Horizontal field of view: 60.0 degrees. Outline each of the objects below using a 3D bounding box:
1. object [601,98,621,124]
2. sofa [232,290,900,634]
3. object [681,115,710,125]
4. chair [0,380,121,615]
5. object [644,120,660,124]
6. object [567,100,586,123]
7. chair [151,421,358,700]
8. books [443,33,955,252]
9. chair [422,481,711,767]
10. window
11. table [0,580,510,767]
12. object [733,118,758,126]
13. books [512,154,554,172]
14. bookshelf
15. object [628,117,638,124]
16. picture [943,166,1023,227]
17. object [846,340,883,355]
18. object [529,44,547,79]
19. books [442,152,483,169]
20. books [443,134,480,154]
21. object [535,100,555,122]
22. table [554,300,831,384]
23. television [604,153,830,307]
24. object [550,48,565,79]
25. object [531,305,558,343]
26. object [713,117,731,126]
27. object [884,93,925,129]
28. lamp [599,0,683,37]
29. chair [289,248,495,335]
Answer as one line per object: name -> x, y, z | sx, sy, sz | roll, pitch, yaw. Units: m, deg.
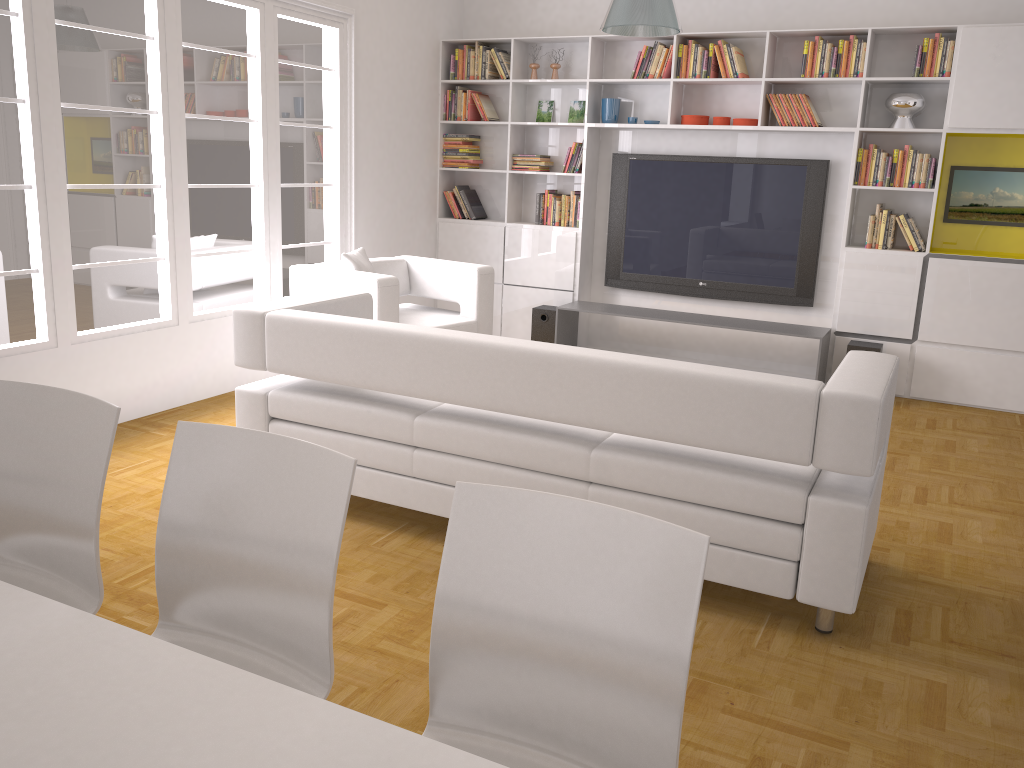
object -> 0.773, -2.138, 6.966 | 0.147, 0.191, 0.148 | 6, 14, 15
sofa -> 0.124, 0.181, 3.701 | 2.626, 0.845, 0.825 | 9, 15, 25
object -> 1.382, -1.987, 6.698 | 0.210, 0.072, 0.212 | 2, 14, 1
chair -> -1.233, 0.518, 2.015 | 0.561, 0.927, 0.577 | 9, 15, 25
object -> 1.078, -2.011, 6.835 | 0.124, 0.032, 0.124 | 5, 14, 11
object -> 0.530, -2.210, 7.213 | 0.145, 0.189, 0.052 | 9, 14, 25
chair -> -0.643, 0.612, 1.732 | 0.561, 0.927, 0.577 | 9, 15, 25
books -> 1.174, -1.893, 6.816 | 3.867, 1.449, 0.236 | 9, 15, 25
chair -> -0.016, 0.712, 1.431 | 0.561, 0.927, 0.577 | 9, 15, 25
window -> -1.979, -1.112, 5.141 | 0.196, 2.516, 3.362 | 8, 15, 25
table -> -0.969, 0.869, 1.059 | 2.414, 0.719, 1.215 | 9, 15, 25
object -> 1.716, -1.919, 6.518 | 0.182, 0.054, 0.183 | 8, 15, 22
books -> 0.173, -1.823, 7.361 | 0.284, 0.152, 0.208 | 9, 15, 25
bookshelf -> 1.834, -1.309, 6.638 | 5.371, 2.468, 0.391 | 9, 15, 25
object -> 0.939, -2.045, 6.899 | 0.078, 0.056, 0.078 | -8, 17, -37
picture -> 3.287, -1.272, 6.017 | 0.609, 0.386, 0.007 | 9, 14, 25
object -> 2.409, -0.082, 6.105 | 0.212, 0.389, 0.218 | 9, 15, 25
object -> 0.214, -2.600, 7.197 | 0.121, 0.278, 0.179 | 10, 15, 31
books -> -0.425, -1.919, 7.648 | 0.284, 0.152, 0.208 | 9, 15, 25
books -> -0.433, -2.065, 7.622 | 0.252, 0.152, 0.208 | 9, 15, 25
object -> 0.272, -2.251, 7.337 | 0.145, 0.189, 0.052 | 9, 14, 25
table -> 1.312, -0.288, 6.667 | 1.975, 0.433, 0.439 | 9, 15, 25
television -> 1.539, -1.209, 6.885 | 1.662, 1.083, 0.082 | 9, 14, 25
object -> 0.328, -2.577, 7.163 | 0.119, 0.258, 0.179 | -10, 18, -42
object -> 0.293, -0.419, 7.122 | 0.212, 0.389, 0.218 | 9, 15, 25
object -> 1.563, -1.952, 6.612 | 0.129, 0.072, 0.129 | 8, 15, 22
object -> 2.674, -1.856, 6.056 | 0.257, 0.238, 0.257 | 11, 16, 33
lamp -> 0.748, -2.586, 4.839 | 0.465, 1.244, 0.466 | 8, 14, 25
chair -> -0.754, -0.411, 5.756 | 0.803, 0.907, 1.099 | 12, 16, 35
